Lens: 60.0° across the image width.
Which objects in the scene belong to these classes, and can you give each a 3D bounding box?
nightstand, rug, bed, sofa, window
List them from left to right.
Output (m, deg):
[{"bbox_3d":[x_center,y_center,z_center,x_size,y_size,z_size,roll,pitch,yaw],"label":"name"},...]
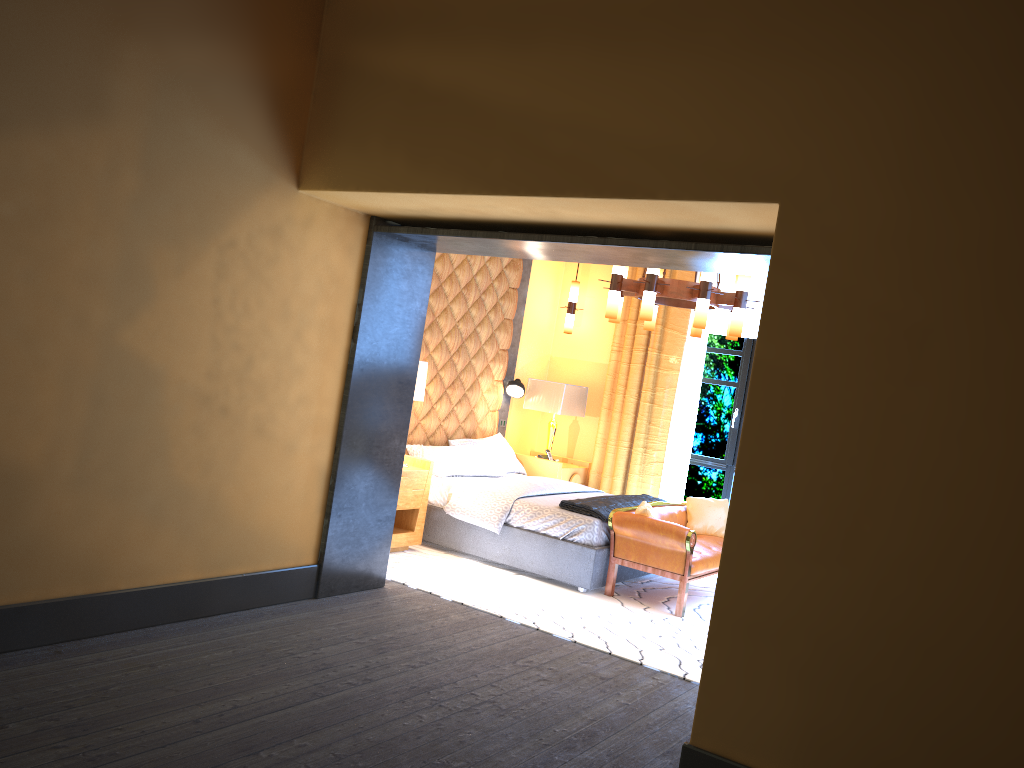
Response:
[{"bbox_3d":[-1.104,0.858,6.588,0.719,0.700,0.709,10,1,33],"label":"nightstand"},{"bbox_3d":[0.187,0.941,7.366,2.103,0.825,1.890,9,1,32],"label":"bed"},{"bbox_3d":[0.298,1.061,8.796,0.719,0.690,0.681,10,1,33],"label":"nightstand"},{"bbox_3d":[0.791,1.506,6.736,3.696,0.016,3.391,9,1,33],"label":"rug"},{"bbox_3d":[1.325,1.268,6.708,0.649,0.640,1.617,10,1,33],"label":"sofa"},{"bbox_3d":[2.158,0.190,8.379,1.198,3.002,0.130,10,2,33],"label":"window"}]

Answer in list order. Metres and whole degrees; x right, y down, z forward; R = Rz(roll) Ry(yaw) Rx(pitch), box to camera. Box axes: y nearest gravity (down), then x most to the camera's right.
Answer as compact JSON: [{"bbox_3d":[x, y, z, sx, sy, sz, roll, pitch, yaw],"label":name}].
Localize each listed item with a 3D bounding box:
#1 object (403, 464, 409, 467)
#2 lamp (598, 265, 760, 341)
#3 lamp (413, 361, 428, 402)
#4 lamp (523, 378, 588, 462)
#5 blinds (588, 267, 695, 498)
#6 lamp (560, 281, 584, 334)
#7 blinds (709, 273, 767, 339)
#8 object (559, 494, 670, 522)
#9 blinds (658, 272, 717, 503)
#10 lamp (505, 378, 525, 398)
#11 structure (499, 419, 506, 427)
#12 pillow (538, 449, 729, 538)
[{"bbox_3d":[-0.811,0.612,6.663,0.064,0.018,0.111,9,1,-2],"label":"object"},{"bbox_3d":[1.345,-1.474,6.482,1.142,2.170,1.139,8,2,-35],"label":"lamp"},{"bbox_3d":[-0.986,0.187,6.577,0.423,0.803,0.506,10,2,33],"label":"lamp"},{"bbox_3d":[0.396,0.383,8.670,0.423,0.803,0.506,10,2,33],"label":"lamp"},{"bbox_3d":[2.017,-0.403,8.030,2.446,4.149,0.134,10,2,33],"label":"blinds"},{"bbox_3d":[0.601,-0.769,8.920,0.199,0.532,0.199,9,2,-12],"label":"lamp"},{"bbox_3d":[2.318,-0.862,8.336,1.198,0.874,0.013,10,2,33],"label":"blinds"},{"bbox_3d":[0.872,0.948,6.923,0.404,0.105,1.462,9,1,32],"label":"object"},{"bbox_3d":[2.026,-0.379,8.121,2.047,4.078,0.237,10,2,30],"label":"blinds"},{"bbox_3d":[0.209,0.081,8.530,0.568,0.218,0.231,9,1,-10],"label":"lamp"},{"bbox_3d":[-0.093,0.379,8.581,0.016,0.071,0.103,10,1,33],"label":"structure"},{"bbox_3d":[1.096,0.964,7.509,1.148,0.407,2.624,9,1,-16],"label":"pillow"}]
